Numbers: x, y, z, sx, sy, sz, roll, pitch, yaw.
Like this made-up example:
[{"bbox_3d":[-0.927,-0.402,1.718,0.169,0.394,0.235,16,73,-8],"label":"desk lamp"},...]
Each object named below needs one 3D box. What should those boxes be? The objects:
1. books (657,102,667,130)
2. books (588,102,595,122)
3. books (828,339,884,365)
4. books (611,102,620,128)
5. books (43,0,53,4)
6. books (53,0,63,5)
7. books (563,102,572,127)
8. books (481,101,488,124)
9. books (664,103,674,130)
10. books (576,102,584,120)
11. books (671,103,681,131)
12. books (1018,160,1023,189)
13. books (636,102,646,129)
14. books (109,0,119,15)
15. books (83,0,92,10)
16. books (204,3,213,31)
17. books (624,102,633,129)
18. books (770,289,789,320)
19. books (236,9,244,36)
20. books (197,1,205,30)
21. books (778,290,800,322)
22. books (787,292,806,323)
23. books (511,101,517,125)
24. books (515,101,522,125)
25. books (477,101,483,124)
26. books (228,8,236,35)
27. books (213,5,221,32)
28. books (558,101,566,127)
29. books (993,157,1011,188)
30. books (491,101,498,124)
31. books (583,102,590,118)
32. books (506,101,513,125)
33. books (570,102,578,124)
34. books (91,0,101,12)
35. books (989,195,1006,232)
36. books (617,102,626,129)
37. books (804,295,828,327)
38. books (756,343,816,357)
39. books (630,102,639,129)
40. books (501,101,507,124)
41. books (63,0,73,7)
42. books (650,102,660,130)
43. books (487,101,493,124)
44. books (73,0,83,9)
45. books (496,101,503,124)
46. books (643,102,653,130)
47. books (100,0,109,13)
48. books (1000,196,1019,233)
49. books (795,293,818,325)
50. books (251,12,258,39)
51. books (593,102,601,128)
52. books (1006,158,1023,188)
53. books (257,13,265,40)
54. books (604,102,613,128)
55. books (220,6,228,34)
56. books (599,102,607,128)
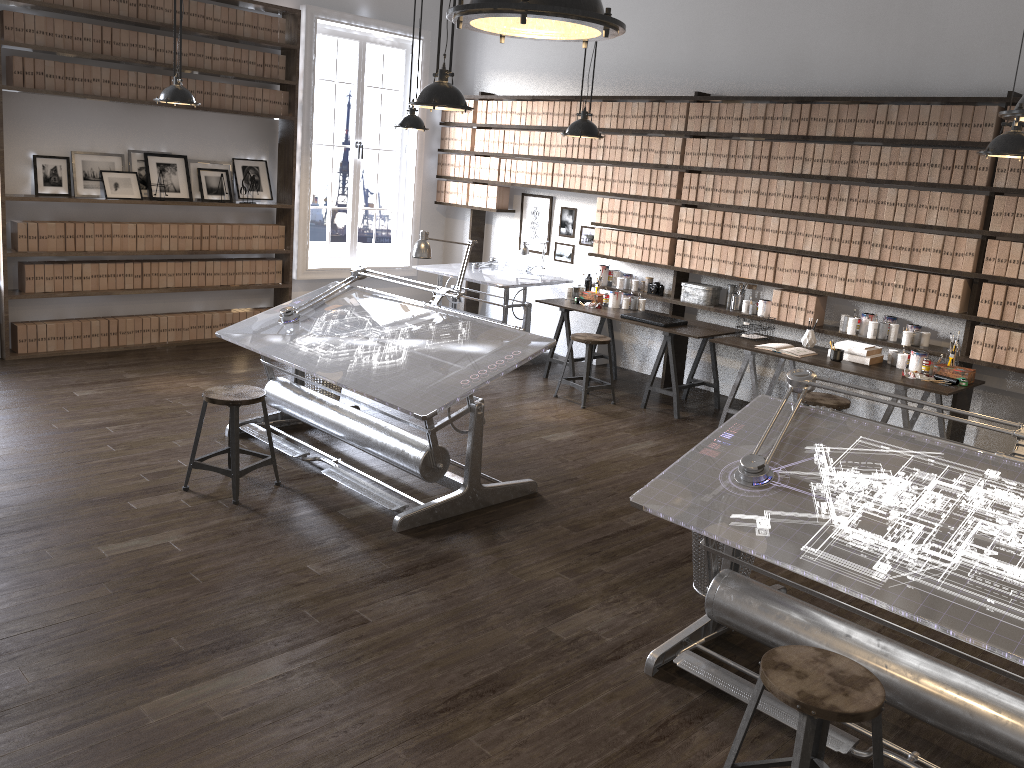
[{"bbox_3d":[1.295,-2.217,7.367,0.175,0.223,0.067,-7,17,-44],"label":"books"},{"bbox_3d":[0.765,-2.391,7.894,0.175,0.223,0.067,-7,16,-44],"label":"books"},{"bbox_3d":[2.332,-0.230,6.057,0.386,0.146,0.296,-9,19,-44],"label":"books"},{"bbox_3d":[0.949,-2.329,7.705,0.175,0.223,0.067,-7,17,-44],"label":"books"},{"bbox_3d":[-3.521,-2.973,6.669,0.067,0.223,0.175,-6,16,-44],"label":"books"},{"bbox_3d":[-3.470,-2.981,6.716,0.067,0.223,0.176,-6,16,-44],"label":"books"},{"bbox_3d":[0.561,-2.456,8.090,0.175,0.223,0.067,-7,16,-44],"label":"books"},{"bbox_3d":[-0.216,-2.710,8.861,0.175,0.223,0.067,-7,17,-44],"label":"books"},{"bbox_3d":[1.345,-2.202,7.320,0.175,0.223,0.067,-7,17,-44],"label":"books"},{"bbox_3d":[0.663,-2.423,7.989,0.175,0.223,0.067,-7,17,-44],"label":"books"},{"bbox_3d":[1.391,-2.185,7.269,0.175,0.223,0.067,-7,16,-44],"label":"books"},{"bbox_3d":[3.217,-1.312,5.483,0.175,0.223,0.067,-7,17,-44],"label":"books"},{"bbox_3d":[1.145,-2.265,7.508,0.175,0.223,0.067,-7,17,-44],"label":"books"},{"bbox_3d":[-3.178,-3.028,7.003,0.067,0.223,0.175,-6,16,-44],"label":"books"},{"bbox_3d":[-3.323,-3.004,6.859,0.067,0.223,0.176,-6,16,-44],"label":"books"},{"bbox_3d":[-2.618,-3.115,7.542,0.067,0.223,0.176,-6,16,-44],"label":"books"},{"bbox_3d":[1.051,-2.298,7.612,0.175,0.223,0.067,-7,16,-44],"label":"books"},{"bbox_3d":[2.054,-0.608,6.758,0.175,0.223,0.067,-7,17,-44],"label":"books"},{"bbox_3d":[-2.418,-3.147,7.740,0.067,0.223,0.176,-6,16,-44],"label":"books"},{"bbox_3d":[-2.670,-3.106,7.492,0.067,0.223,0.176,-6,16,-44],"label":"books"},{"bbox_3d":[2.106,-0.593,6.716,0.175,0.223,0.067,-7,16,-44],"label":"books"},{"bbox_3d":[2.155,-0.577,6.667,0.175,0.223,0.067,-7,16,-44],"label":"books"},{"bbox_3d":[0.081,-2.614,8.571,0.175,0.223,0.067,-7,17,-44],"label":"books"},{"bbox_3d":[0.123,-2.599,8.527,0.175,0.223,0.067,-7,17,-44],"label":"books"},{"bbox_3d":[-0.264,-2.727,8.916,0.175,0.223,0.067,-7,16,-44],"label":"books"},{"bbox_3d":[-2.471,-3.140,7.693,0.067,0.223,0.176,-6,16,-44],"label":"books"},{"bbox_3d":[-2.569,-3.124,7.595,0.067,0.223,0.175,-6,16,-44],"label":"books"},{"bbox_3d":[0.513,-2.473,8.145,0.175,0.223,0.067,-7,17,-44],"label":"books"},{"bbox_3d":[3.118,-1.345,5.586,0.175,0.223,0.067,-7,16,-44],"label":"books"},{"bbox_3d":[-0.114,-2.676,8.760,0.175,0.223,0.067,-7,16,-44],"label":"books"},{"bbox_3d":[0.715,-2.407,7.943,0.175,0.223,0.067,-7,16,-44],"label":"books"},{"bbox_3d":[0.031,-2.629,8.614,0.175,0.223,0.067,-7,16,-44],"label":"books"},{"bbox_3d":[0.617,-2.439,8.042,0.175,0.223,0.067,-7,17,-44],"label":"books"},{"bbox_3d":[-3.272,-3.010,6.903,0.067,0.223,0.176,-6,16,-44],"label":"books"},{"bbox_3d":[3.113,-1.080,5.622,0.175,0.223,0.067,-7,17,-44],"label":"books"},{"bbox_3d":[1.001,-2.313,7.659,0.175,0.223,0.067,-7,16,-44],"label":"books"},{"bbox_3d":[2.254,-0.545,6.569,0.175,0.223,0.067,-7,17,-44],"label":"books"},{"bbox_3d":[1.924,-0.246,6.218,0.257,0.029,0.357,-9,19,-43],"label":"books"},{"bbox_3d":[1.097,-2.281,7.561,0.175,0.223,0.067,-7,17,-44],"label":"books"},{"bbox_3d":[-0.012,-2.645,8.665,0.175,0.223,0.067,-7,17,-44],"label":"books"},{"bbox_3d":[-3.417,-2.988,6.763,0.067,0.223,0.176,-6,16,-44],"label":"books"},{"bbox_3d":[1.242,-2.234,7.418,0.175,0.223,0.067,-7,17,-44],"label":"books"},{"bbox_3d":[-0.160,-2.693,8.813,0.175,0.223,0.067,-7,16,-44],"label":"books"},{"bbox_3d":[-3.367,-2.996,6.814,0.067,0.223,0.176,-6,16,-44],"label":"books"},{"bbox_3d":[-0.061,-2.661,8.714,0.175,0.223,0.067,-7,17,-44],"label":"books"},{"bbox_3d":[1.195,-2.248,7.459,0.175,0.223,0.067,-7,16,-44],"label":"books"},{"bbox_3d":[-3.229,-3.020,6.954,0.067,0.223,0.176,-6,16,-44],"label":"books"},{"bbox_3d":[3.154,-1.065,5.575,0.175,0.223,0.067,-7,16,-44],"label":"books"},{"bbox_3d":[2.201,-0.560,6.615,0.175,0.223,0.067,-7,17,-44],"label":"books"},{"bbox_3d":[-2.324,-3.163,7.836,0.067,0.223,0.176,-6,16,-44],"label":"books"},{"bbox_3d":[0.808,-2.375,7.844,0.175,0.223,0.067,-7,17,-44],"label":"books"},{"bbox_3d":[3.166,-1.328,5.533,0.175,0.223,0.067,-7,16,-44],"label":"books"},{"bbox_3d":[-2.273,-3.170,7.880,0.067,0.223,0.176,-6,16,-44],"label":"books"},{"bbox_3d":[0.900,-2.346,7.756,0.175,0.223,0.067,-7,16,-44],"label":"books"},{"bbox_3d":[-2.522,-3.133,7.646,0.067,0.223,0.175,-6,16,-44],"label":"books"},{"bbox_3d":[0.857,-2.360,7.801,0.175,0.223,0.067,-7,16,-44],"label":"books"}]
